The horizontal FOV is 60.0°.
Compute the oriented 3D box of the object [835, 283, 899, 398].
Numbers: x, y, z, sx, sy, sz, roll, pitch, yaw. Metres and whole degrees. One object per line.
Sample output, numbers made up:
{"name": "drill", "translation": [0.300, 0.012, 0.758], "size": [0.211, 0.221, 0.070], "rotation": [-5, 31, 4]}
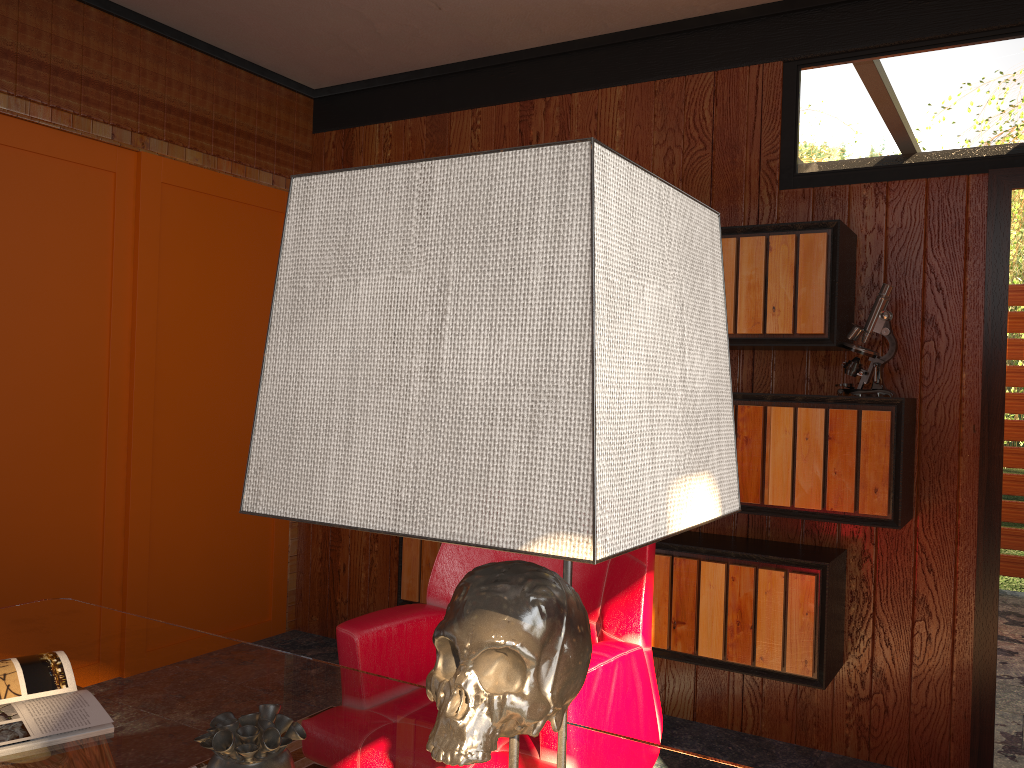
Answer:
{"name": "object", "translation": [1.107, -0.138, 2.771], "size": [0.142, 0.354, 0.181], "rotation": [2, 0, -23]}

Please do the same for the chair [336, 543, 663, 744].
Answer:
{"name": "chair", "translation": [0.012, 0.728, 2.096], "size": [0.621, 0.956, 0.839], "rotation": [2, 0, 31]}

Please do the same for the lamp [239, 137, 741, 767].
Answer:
{"name": "lamp", "translation": [-0.006, 0.202, 0.768], "size": [0.316, 0.732, 0.316], "rotation": [2, 0, 31]}

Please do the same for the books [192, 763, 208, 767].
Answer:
{"name": "books", "translation": [-0.338, 0.538, 0.993], "size": [0.366, 0.040, 0.286], "rotation": [2, 0, 31]}

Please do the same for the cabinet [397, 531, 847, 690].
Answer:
{"name": "cabinet", "translation": [0.327, 0.724, 3.262], "size": [1.653, 0.390, 0.321], "rotation": [2, 0, 31]}

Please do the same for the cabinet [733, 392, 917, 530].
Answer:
{"name": "cabinet", "translation": [0.515, 0.215, 3.161], "size": [1.653, 0.390, 0.321], "rotation": [2, 0, 31]}

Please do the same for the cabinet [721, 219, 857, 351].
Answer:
{"name": "cabinet", "translation": [0.361, -0.331, 3.263], "size": [1.653, 0.390, 0.321], "rotation": [2, 0, 31]}

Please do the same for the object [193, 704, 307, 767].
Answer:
{"name": "object", "translation": [-0.307, 0.433, 1.013], "size": [0.121, 0.114, 0.118], "rotation": [2, 0, 25]}

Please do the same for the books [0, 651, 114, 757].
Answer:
{"name": "books", "translation": [-0.877, 0.516, 1.462], "size": [0.300, 0.049, 0.422], "rotation": [2, 0, -40]}

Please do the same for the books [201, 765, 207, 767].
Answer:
{"name": "books", "translation": [-0.325, 0.504, 1.006], "size": [0.249, 0.029, 0.198], "rotation": [2, 0, 33]}

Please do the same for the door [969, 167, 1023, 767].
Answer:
{"name": "door", "translation": [1.969, 0.323, 2.899], "size": [0.751, 1.955, 0.734], "rotation": [2, 0, 31]}

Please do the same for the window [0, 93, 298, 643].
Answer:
{"name": "window", "translation": [-1.497, 0.107, 3.477], "size": [0.070, 2.164, 1.837], "rotation": [2, 0, 31]}

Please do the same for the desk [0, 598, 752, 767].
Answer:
{"name": "desk", "translation": [-0.623, 0.865, 1.256], "size": [1.900, 0.632, 1.150], "rotation": [2, 0, 31]}
